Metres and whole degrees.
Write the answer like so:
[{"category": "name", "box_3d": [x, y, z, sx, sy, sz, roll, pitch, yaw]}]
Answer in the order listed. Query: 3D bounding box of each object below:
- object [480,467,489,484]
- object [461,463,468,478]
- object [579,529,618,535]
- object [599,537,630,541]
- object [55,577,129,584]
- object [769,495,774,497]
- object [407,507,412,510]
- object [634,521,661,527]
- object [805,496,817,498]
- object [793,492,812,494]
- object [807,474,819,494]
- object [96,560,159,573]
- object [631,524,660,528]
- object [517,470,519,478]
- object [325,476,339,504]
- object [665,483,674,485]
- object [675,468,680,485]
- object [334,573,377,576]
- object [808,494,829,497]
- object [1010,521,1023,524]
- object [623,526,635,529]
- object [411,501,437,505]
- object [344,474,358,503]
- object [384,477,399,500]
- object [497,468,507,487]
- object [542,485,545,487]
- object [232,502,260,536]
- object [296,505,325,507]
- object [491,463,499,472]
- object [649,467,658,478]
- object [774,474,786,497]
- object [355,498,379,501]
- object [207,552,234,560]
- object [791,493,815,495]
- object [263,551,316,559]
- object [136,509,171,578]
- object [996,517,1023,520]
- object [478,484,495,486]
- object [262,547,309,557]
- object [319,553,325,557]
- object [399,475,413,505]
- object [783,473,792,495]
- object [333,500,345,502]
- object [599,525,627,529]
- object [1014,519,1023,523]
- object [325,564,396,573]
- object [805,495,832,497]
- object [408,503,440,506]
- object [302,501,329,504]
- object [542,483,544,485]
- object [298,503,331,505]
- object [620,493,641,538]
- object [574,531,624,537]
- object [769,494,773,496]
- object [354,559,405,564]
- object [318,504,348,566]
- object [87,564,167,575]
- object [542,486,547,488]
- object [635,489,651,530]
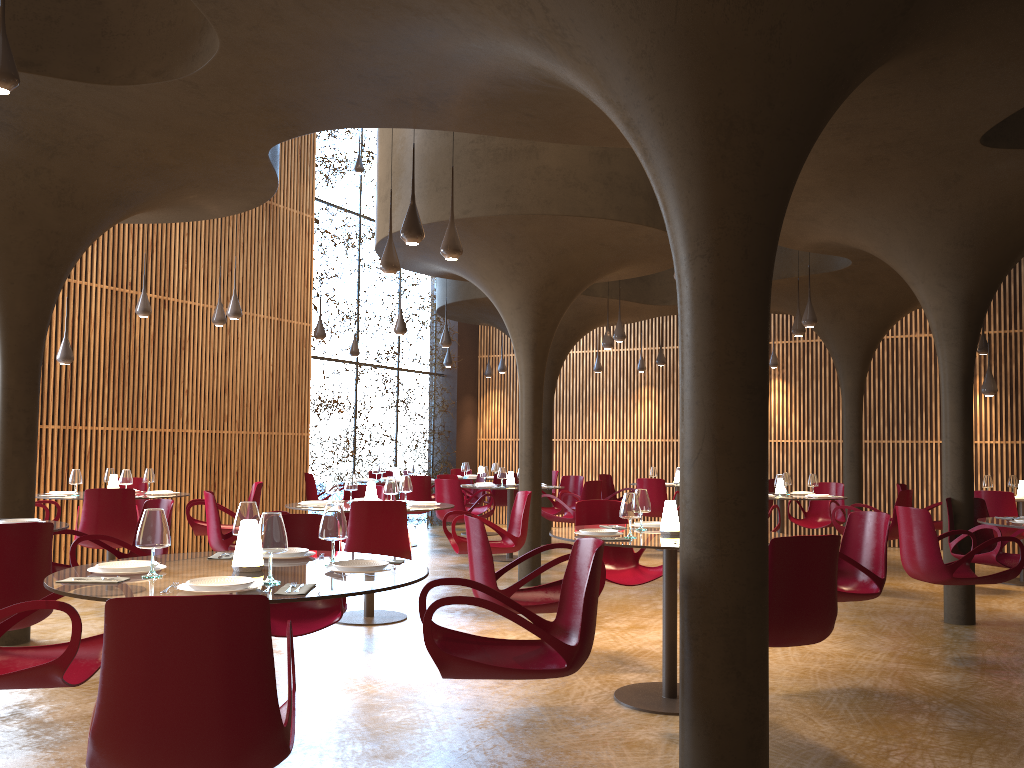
[{"category": "object", "box_3d": [-0.428, 1.447, 13.906, 0.142, 0.295, 0.142, 2, -3, -23]}, {"category": "object", "box_3d": [-0.935, 1.707, 17.505, 0.142, 0.295, 0.142, -1, -3, 28]}, {"category": "object", "box_3d": [0.588, 1.004, 5.997, 0.263, 0.029, 0.263, 3, -5, -25]}, {"category": "object", "box_3d": [0.618, 0.999, 5.695, 0.262, 0.017, 0.126, 1, -4, -9]}, {"category": "object", "box_3d": [-1.761, 0.828, 3.729, 0.262, 0.017, 0.126, 1, -4, -1]}, {"category": "object", "box_3d": [3.221, 1.443, 11.417, 0.332, 0.014, 0.332, -1, -4, 19]}, {"category": "object", "box_3d": [-1.019, 1.179, 8.393, 0.126, 0.017, 0.262, 1, -4, -3]}, {"category": "object", "box_3d": [1.050, 1.059, 6.674, 0.263, 0.029, 0.263, 3, -5, -24]}, {"category": "object", "box_3d": [3.967, 1.458, 11.482, 0.411, 0.012, 0.204, 5, -6, -44]}, {"category": "object", "box_3d": [3.989, 1.497, 12.168, 0.263, 0.029, 0.263, -2, -5, 31]}, {"category": "object", "box_3d": [3.980, 1.337, 11.725, 0.142, 0.295, 0.142, 0, -3, 4]}, {"category": "object", "box_3d": [-1.749, 0.833, 4.032, 0.263, 0.029, 0.263, 3, -5, -33]}, {"category": "object", "box_3d": [1.050, 1.069, 6.673, 0.332, 0.014, 0.332, -2, -5, 37]}, {"category": "object", "box_3d": [0.155, 1.470, 14.118, 0.142, 0.295, 0.142, 0, -3, 17]}, {"category": "object", "box_3d": [-1.761, 1.047, 8.677, 0.142, 0.295, 0.142, -1, -3, 25]}, {"category": "object", "box_3d": [2.593, 1.684, 14.918, 0.263, 0.029, 0.263, -2, -5, 34]}, {"category": "object", "box_3d": [2.821, 1.563, 14.978, 0.142, 0.295, 0.142, -1, -3, 22]}, {"category": "object", "box_3d": [-0.709, 0.865, 4.153, 0.204, 0.012, 0.411, 1, -4, -2]}, {"category": "object", "box_3d": [3.970, 1.447, 11.486, 0.263, 0.029, 0.263, -2, -5, 37]}, {"category": "object", "box_3d": [4.343, 1.160, 7.400, 0.332, 0.014, 0.332, 0, -4, 15]}, {"category": "object", "box_3d": [1.054, 1.071, 6.675, 0.411, 0.012, 0.204, 2, -4, -19]}, {"category": "object", "box_3d": [-0.887, 1.203, 8.926, 0.263, 0.029, 0.263, 2, -4, -15]}, {"category": "object", "box_3d": [-1.677, 1.090, 9.239, 0.142, 0.295, 0.142, 2, -3, -19]}, {"category": "object", "box_3d": [-1.170, 1.047, 8.584, 0.142, 0.295, 0.142, 1, -3, -15]}, {"category": "object", "box_3d": [-0.149, 1.414, 13.411, 0.142, 0.295, 0.142, 0, -3, 21]}, {"category": "object", "box_3d": [0.366, 1.551, 13.460, 0.263, 0.029, 0.263, 4, -5, -37]}, {"category": "object", "box_3d": [-1.330, 0.742, 4.454, 0.142, 0.295, 0.142, -2, -4, 37]}, {"category": "object", "box_3d": [-1.931, 1.177, 8.502, 0.262, 0.017, 0.126, 1, -4, -8]}, {"category": "object", "box_3d": [-0.336, 1.712, 17.493, 0.142, 0.295, 0.142, 1, -3, -11]}, {"category": "object", "box_3d": [2.461, 1.592, 15.417, 0.142, 0.295, 0.142, 1, -3, 1]}, {"category": "object", "box_3d": [3.455, 1.310, 11.436, 0.142, 0.295, 0.142, 0, -3, 21]}, {"category": "object", "box_3d": [-1.542, 1.232, 9.421, 0.263, 0.029, 0.263, 1, -4, 0]}, {"category": "object", "box_3d": [-1.498, 0.896, 4.619, 0.126, 0.017, 0.262, 1, -4, -7]}, {"category": "object", "box_3d": [3.989, 1.507, 12.168, 0.332, 0.014, 0.332, 0, -4, 11]}, {"category": "object", "box_3d": [-1.196, 0.894, 4.637, 0.332, 0.014, 0.332, 4, -6, -42]}, {"category": "object", "box_3d": [-1.572, 0.697, 3.884, 0.142, 0.295, 0.142, -2, -4, 43]}, {"category": "object", "box_3d": [4.493, 1.213, 8.000, 0.126, 0.017, 0.262, 1, -4, -3]}, {"category": "object", "box_3d": [-0.383, 1.537, 13.391, 0.263, 0.029, 0.263, -3, -5, 38]}, {"category": "object", "box_3d": [-1.196, 0.884, 4.638, 0.263, 0.029, 0.263, 1, -4, 0]}, {"category": "object", "box_3d": [-1.192, 0.895, 4.638, 0.411, 0.012, 0.204, 1, -4, -11]}, {"category": "object", "box_3d": [-1.087, 1.083, 9.050, 0.142, 0.295, 0.142, -2, -4, 43]}, {"category": "object", "box_3d": [3.759, 1.366, 12.144, 0.142, 0.295, 0.142, 2, -3, -28]}, {"category": "object", "box_3d": [-1.844, 1.244, 9.406, 0.126, 0.017, 0.262, 1, -4, -6]}, {"category": "object", "box_3d": [0.754, 1.068, 6.613, 0.126, 0.017, 0.262, 2, -4, -15]}, {"category": "object", "box_3d": [4.343, 1.151, 7.401, 0.263, 0.029, 0.263, 2, -4, -14]}, {"category": "object", "box_3d": [-0.710, 0.864, 4.158, 0.332, 0.014, 0.332, 3, -5, -29]}, {"category": "object", "box_3d": [3.970, 1.457, 11.486, 0.332, 0.014, 0.332, 3, -5, -27]}, {"category": "object", "box_3d": [-0.887, 1.213, 8.926, 0.332, 0.014, 0.332, 4, -5, -37]}, {"category": "object", "box_3d": [-1.955, 1.182, 8.803, 0.263, 0.029, 0.263, 1, -4, 2]}, {"category": "object", "box_3d": [0.385, 1.602, 14.143, 0.263, 0.029, 0.263, -2, -5, 31]}, {"category": "object", "box_3d": [-1.955, 1.191, 8.803, 0.332, 0.014, 0.332, 1, -4, -8]}, {"category": "object", "box_3d": [0.784, 0.870, 5.875, 0.142, 0.295, 0.142, -1, -3, 23]}, {"category": "object", "box_3d": [0.588, 1.014, 5.996, 0.332, 0.014, 0.332, -1, -5, 26]}, {"category": "object", "box_3d": [3.221, 1.433, 11.417, 0.263, 0.029, 0.263, 4, -6, -42]}, {"category": "object", "box_3d": [-0.678, 0.894, 4.458, 0.262, 0.017, 0.126, 0, -4, 3]}, {"category": "object", "box_3d": [-0.873, 0.738, 4.329, 0.142, 0.295, 0.142, 0, -3, 13]}, {"category": "object", "box_3d": [-1.749, 0.843, 4.031, 0.332, 0.014, 0.332, 0, -4, 12]}, {"category": "object", "box_3d": [0.366, 1.561, 13.460, 0.332, 0.014, 0.332, 3, -5, -30]}, {"category": "object", "box_3d": [0.944, 0.916, 6.473, 0.142, 0.295, 0.142, 1, -3, -5]}]
